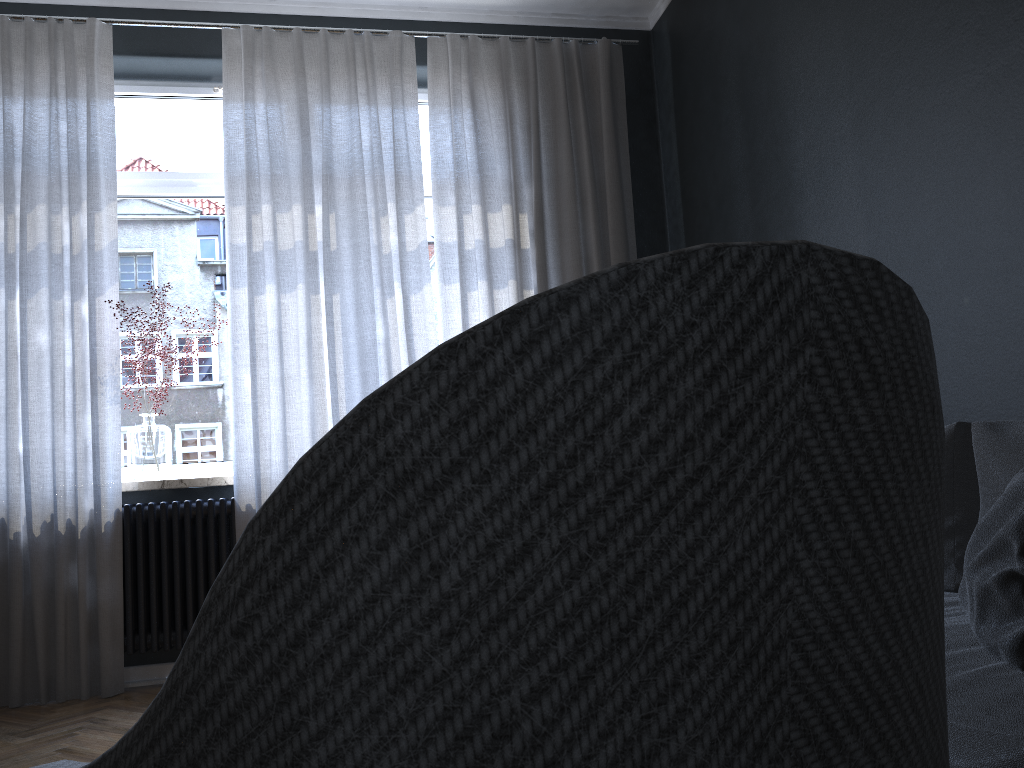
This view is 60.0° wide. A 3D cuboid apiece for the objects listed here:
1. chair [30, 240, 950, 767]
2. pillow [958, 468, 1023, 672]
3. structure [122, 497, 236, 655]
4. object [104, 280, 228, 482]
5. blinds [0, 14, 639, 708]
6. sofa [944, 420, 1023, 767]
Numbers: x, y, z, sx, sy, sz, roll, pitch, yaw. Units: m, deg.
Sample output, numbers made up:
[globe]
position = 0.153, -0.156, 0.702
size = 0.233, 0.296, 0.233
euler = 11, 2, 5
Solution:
[chair]
position = 0.052, 0.372, 0.566
size = 0.645, 0.810, 0.495
euler = 0, -7, -34
[pillow]
position = 0.906, 0.227, 1.291
size = 0.442, 0.361, 0.799
euler = -4, -6, 6
[structure]
position = -1.900, 0.810, 3.583
size = 1.846, 0.599, 0.216
euler = -2, -6, -12
[object]
position = -1.523, 0.004, 3.780
size = 0.514, 0.808, 0.600
euler = 1, -8, -38
[blinds]
position = -1.272, -0.173, 3.760
size = 3.992, 2.784, 0.313
euler = -2, -6, -12
[sofa]
position = 0.845, 0.480, 1.891
size = 0.970, 0.797, 2.344
euler = -2, -7, -12
